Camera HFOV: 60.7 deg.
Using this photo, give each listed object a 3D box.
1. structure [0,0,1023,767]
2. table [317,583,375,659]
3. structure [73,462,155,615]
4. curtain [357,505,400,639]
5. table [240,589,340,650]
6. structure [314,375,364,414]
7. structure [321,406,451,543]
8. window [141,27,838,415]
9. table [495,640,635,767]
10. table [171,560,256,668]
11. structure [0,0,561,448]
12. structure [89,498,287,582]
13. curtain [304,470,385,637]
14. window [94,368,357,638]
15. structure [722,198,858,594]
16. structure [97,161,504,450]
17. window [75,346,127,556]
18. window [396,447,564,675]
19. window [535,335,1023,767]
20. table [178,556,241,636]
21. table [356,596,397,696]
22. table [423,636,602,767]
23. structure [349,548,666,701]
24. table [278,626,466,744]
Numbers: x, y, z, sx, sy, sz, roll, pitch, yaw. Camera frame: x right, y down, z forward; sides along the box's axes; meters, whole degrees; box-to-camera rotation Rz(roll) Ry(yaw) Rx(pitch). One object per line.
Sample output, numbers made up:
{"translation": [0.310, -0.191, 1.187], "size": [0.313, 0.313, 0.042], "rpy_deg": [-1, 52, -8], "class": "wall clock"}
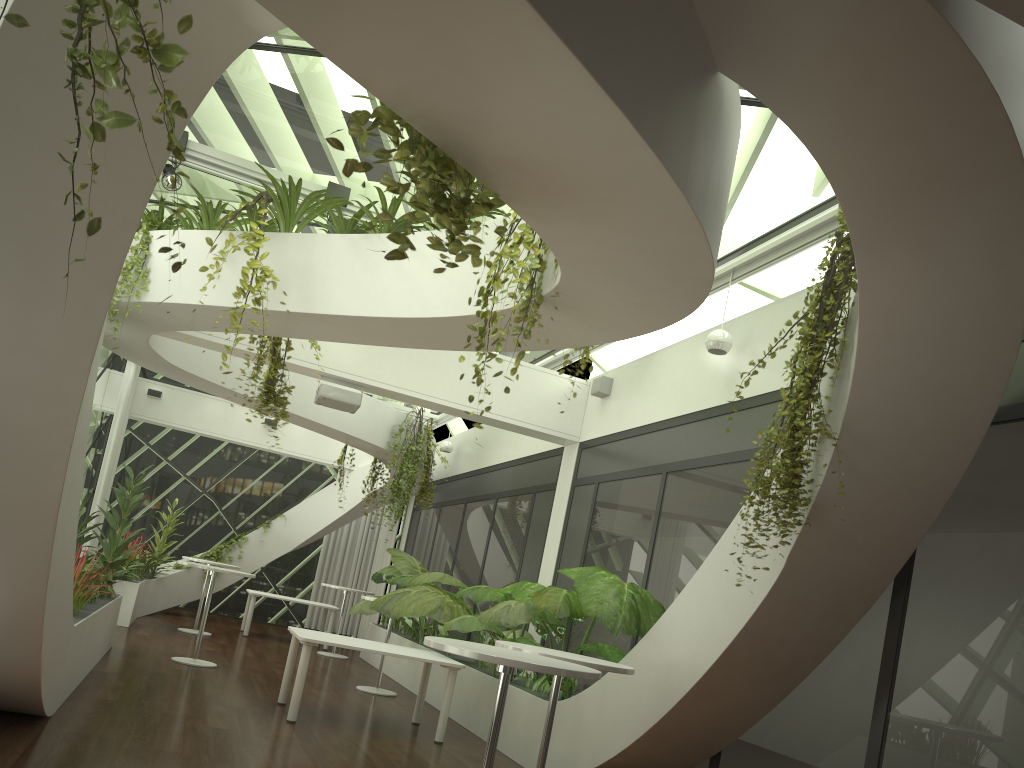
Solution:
{"translation": [-1.072, 0.797, 5.365], "size": [5.965, 4.139, 24.762], "rpy_deg": [14, -14, -11], "class": "structure"}
{"translation": [-2.722, 3.790, 13.925], "size": [0.850, 1.078, 0.881], "rpy_deg": [9, -9, 17], "class": "table"}
{"translation": [-3.726, 1.320, 7.837], "size": [0.864, 1.568, 3.366], "rpy_deg": [14, -13, -18], "class": "structure"}
{"translation": [-2.506, 3.142, 17.556], "size": [0.162, 4.022, 1.004], "rpy_deg": [13, -6, -19], "class": "curtain"}
{"translation": [-3.818, 4.017, 14.922], "size": [1.519, 0.706, 1.080], "rpy_deg": [16, -12, -18], "class": "table"}
{"translation": [-1.790, 0.110, 9.053], "size": [0.468, 0.271, 0.392], "rpy_deg": [15, -12, -18], "class": "structure"}
{"translation": [-1.850, 1.288, 12.832], "size": [1.424, 2.038, 1.683], "rpy_deg": [6, -11, 36], "class": "structure"}
{"translation": [-2.009, -1.203, 10.047], "size": [5.757, 0.054, 16.927], "rpy_deg": [16, -15, -17], "class": "window"}
{"translation": [0.215, 2.171, 5.272], "size": [0.874, 1.078, 0.856], "rpy_deg": [17, -10, -33], "class": "table"}
{"translation": [-3.444, 2.610, 9.865], "size": [0.850, 1.078, 0.881], "rpy_deg": [9, -9, 17], "class": "table"}
{"translation": [-0.514, -0.716, 3.216], "size": [1.219, 1.823, 3.309], "rpy_deg": [6, -13, 37], "class": "structure"}
{"translation": [-5.728, 2.471, 14.320], "size": [2.021, 1.638, 4.914], "rpy_deg": [9, -13, 13], "class": "structure"}
{"translation": [-3.260, 3.139, 18.138], "size": [1.246, 4.022, 0.160], "rpy_deg": [14, -6, -20], "class": "curtain"}
{"translation": [-5.261, 2.442, 17.676], "size": [5.811, 4.568, 0.038], "rpy_deg": [15, -6, -19], "class": "window"}
{"translation": [1.567, 0.058, 4.465], "size": [0.617, 2.081, 1.081], "rpy_deg": [12, -7, -6], "class": "structure"}
{"translation": [-2.134, -0.344, 6.945], "size": [4.593, 2.276, 1.488], "rpy_deg": [3, -11, 34], "class": "structure"}
{"translation": [-5.061, 0.241, 8.906], "size": [0.085, 4.547, 16.959], "rpy_deg": [13, -13, -17], "class": "window"}
{"translation": [-0.895, 2.906, 13.341], "size": [0.051, 3.178, 7.270], "rpy_deg": [13, -13, -17], "class": "window"}
{"translation": [1.660, 1.614, 6.266], "size": [0.051, 3.178, 7.180], "rpy_deg": [13, -13, -17], "class": "window"}
{"translation": [-4.661, 3.225, 13.233], "size": [0.850, 1.078, 0.881], "rpy_deg": [9, -9, 17], "class": "table"}
{"translation": [-1.506, 3.175, 10.557], "size": [0.850, 1.078, 0.881], "rpy_deg": [9, -9, 17], "class": "table"}
{"translation": [-0.102, 1.814, 4.121], "size": [0.874, 1.078, 0.856], "rpy_deg": [17, -10, -33], "class": "table"}
{"translation": [-0.975, 2.766, 10.140], "size": [1.804, 1.682, 9.009], "rpy_deg": [15, -14, -17], "class": "structure"}
{"translation": [-1.340, 2.764, 8.062], "size": [1.519, 0.706, 1.080], "rpy_deg": [16, -12, -18], "class": "table"}
